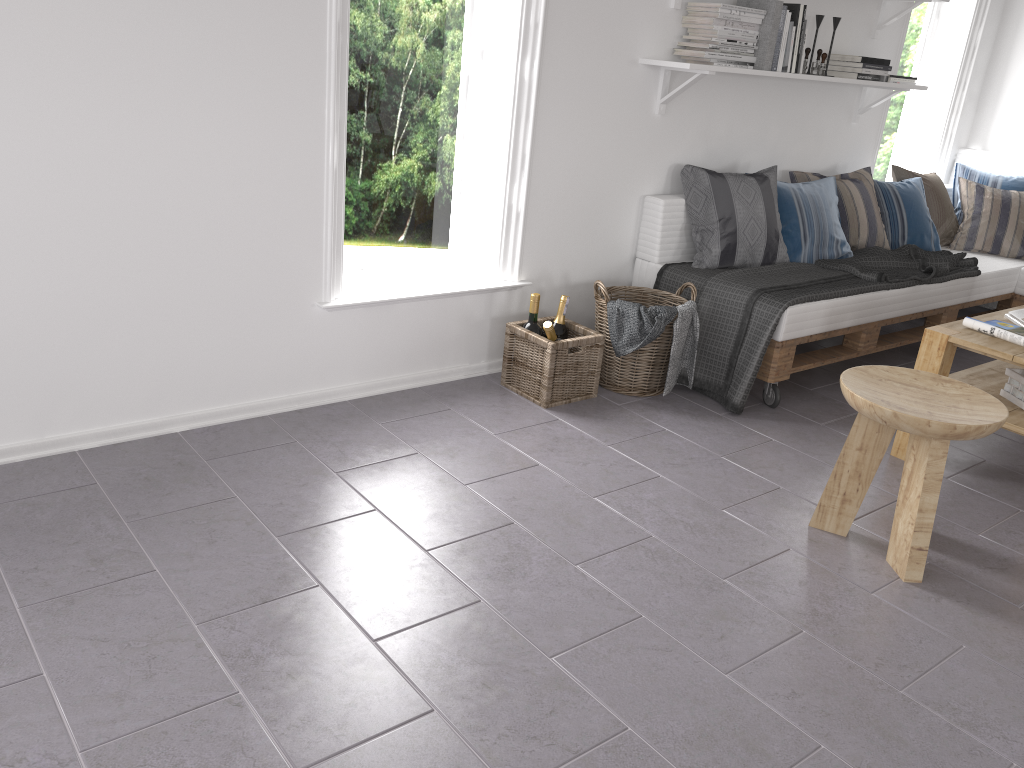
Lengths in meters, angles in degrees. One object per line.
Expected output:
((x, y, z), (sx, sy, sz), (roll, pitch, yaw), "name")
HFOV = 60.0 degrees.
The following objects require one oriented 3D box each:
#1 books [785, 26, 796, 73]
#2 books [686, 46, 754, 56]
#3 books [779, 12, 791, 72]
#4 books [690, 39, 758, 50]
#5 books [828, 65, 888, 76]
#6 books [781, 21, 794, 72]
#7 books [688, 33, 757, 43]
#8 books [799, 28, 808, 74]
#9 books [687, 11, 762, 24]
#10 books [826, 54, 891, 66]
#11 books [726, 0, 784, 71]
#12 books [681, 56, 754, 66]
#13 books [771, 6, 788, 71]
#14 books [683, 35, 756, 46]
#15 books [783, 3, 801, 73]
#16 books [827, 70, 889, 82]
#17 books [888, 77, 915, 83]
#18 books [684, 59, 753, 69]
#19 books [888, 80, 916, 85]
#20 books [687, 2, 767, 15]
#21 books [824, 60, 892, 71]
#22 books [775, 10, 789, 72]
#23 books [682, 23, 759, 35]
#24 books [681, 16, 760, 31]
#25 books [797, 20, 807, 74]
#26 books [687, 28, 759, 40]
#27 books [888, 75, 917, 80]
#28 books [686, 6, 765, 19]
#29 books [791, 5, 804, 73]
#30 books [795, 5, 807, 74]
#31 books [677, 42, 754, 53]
((1.150, -1.444, 3.821), (0.042, 0.185, 0.125), (-11, 27, -37), "books")
((0.866, -1.386, 3.696), (0.254, 0.013, 0.161), (-11, 27, -37), "books")
((1.087, -1.472, 3.806), (0.031, 0.236, 0.200), (-11, 27, -37), "books")
((0.879, -1.410, 3.683), (0.256, 0.013, 0.161), (-11, 27, -37), "books")
((1.666, -1.513, 4.279), (0.242, 0.023, 0.191), (-12, 28, -39), "books")
((1.130, -1.450, 3.807), (0.044, 0.203, 0.141), (-11, 27, -37), "books")
((0.872, -1.432, 3.669), (0.254, 0.012, 0.161), (-11, 27, -37), "books")
((1.218, -1.469, 3.903), (0.045, 0.185, 0.152), (-11, 27, -37), "books")
((0.872, -1.505, 3.642), (0.273, 0.021, 0.174), (-11, 27, -37), "books")
((1.667, -1.559, 4.265), (0.239, 0.028, 0.190), (-10, 26, -35), "books")
((1.021, -1.473, 3.742), (0.050, 0.271, 0.200), (-11, 27, -37), "books")
((0.856, -1.345, 3.693), (0.285, 0.012, 0.159), (-11, 27, -37), "books")
((1.060, -1.473, 3.772), (0.046, 0.257, 0.193), (-11, 27, -37), "books")
((0.858, -1.421, 3.671), (0.285, 0.012, 0.159), (-11, 27, -37), "books")
((1.143, -1.499, 3.837), (0.038, 0.274, 0.200), (-11, 27, -37), "books")
((1.666, -1.491, 4.299), (0.258, 0.032, 0.191), (-10, 26, -35), "books")
((1.879, -1.536, 4.457), (0.248, 0.014, 0.187), (-12, 28, -39), "books")
((0.865, -1.337, 3.710), (0.254, 0.012, 0.161), (-11, 27, -37), "books")
((1.881, -1.523, 4.464), (0.253, 0.014, 0.187), (-11, 27, -37), "books")
((0.876, -1.532, 3.617), (0.288, 0.016, 0.182), (-11, 27, -37), "books")
((1.670, -1.538, 4.282), (0.258, 0.023, 0.212), (-11, 27, -37), "books")
((1.075, -1.472, 3.794), (0.019, 0.243, 0.205), (-11, 27, -37), "books")
((0.859, -1.469, 3.672), (0.288, 0.016, 0.182), (-11, 27, -37), "books")
((0.859, -1.488, 3.661), (0.296, 0.028, 0.180), (-11, 27, -37), "books")
((1.198, -1.480, 3.881), (0.047, 0.219, 0.171), (-11, 27, -37), "books")
((0.873, -1.450, 3.674), (0.263, 0.017, 0.167), (-11, 27, -37), "books")
((1.877, -1.551, 4.459), (0.251, 0.012, 0.202), (-10, 26, -36), "books")
((0.872, -1.522, 3.634), (0.288, 0.016, 0.182), (-11, 27, -37), "books")
((1.155, -1.502, 3.850), (0.054, 0.272, 0.200), (-11, 27, -37), "books")
((1.172, -1.507, 3.865), (0.048, 0.274, 0.210), (-11, 27, -37), "books")
((0.845, -1.401, 3.691), (0.288, 0.016, 0.182), (-11, 27, -37), "books")
